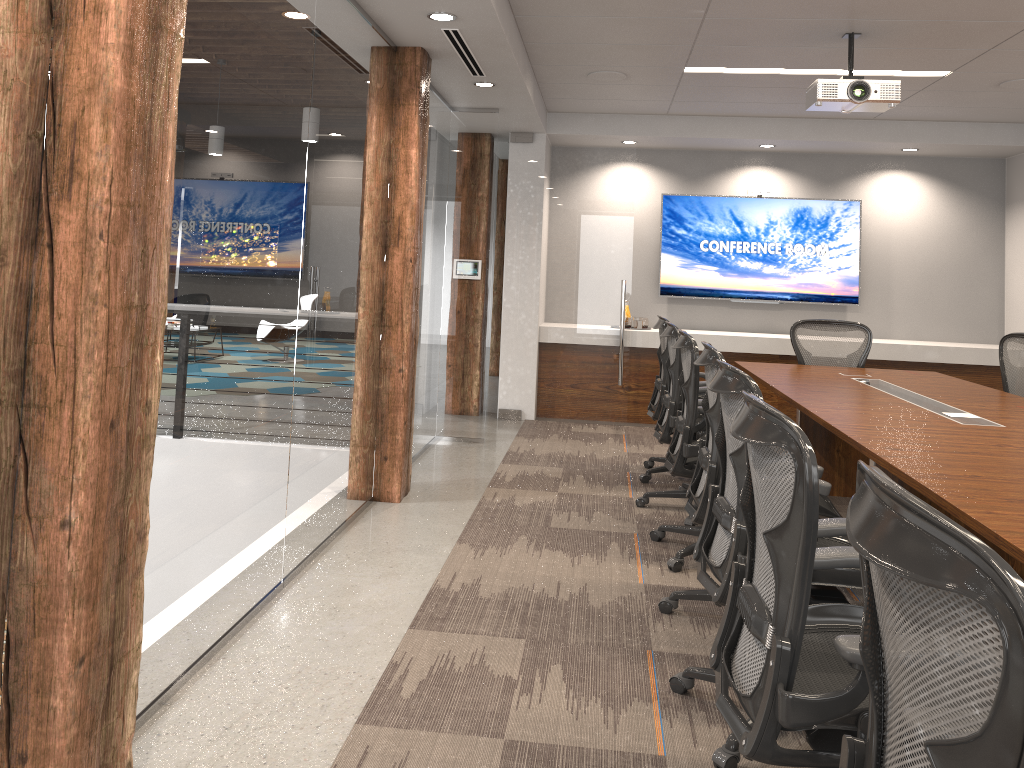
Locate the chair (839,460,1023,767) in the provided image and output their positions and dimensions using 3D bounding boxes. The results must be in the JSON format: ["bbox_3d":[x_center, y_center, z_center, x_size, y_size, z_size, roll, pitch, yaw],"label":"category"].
[{"bbox_3d":[0.709,0.684,1.094,0.790,1.097,0.771,2,0,-20],"label":"chair"}]

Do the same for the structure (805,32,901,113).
[{"bbox_3d":[2.005,-1.841,5.128,0.460,0.458,0.317,3,0,6],"label":"structure"}]

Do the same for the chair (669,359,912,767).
[{"bbox_3d":[0.928,0.491,2.672,0.760,1.096,0.801,2,0,-5],"label":"chair"}]

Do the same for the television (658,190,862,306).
[{"bbox_3d":[2.407,-1.343,8.492,1.909,1.116,0.064,3,-4,6],"label":"television"}]

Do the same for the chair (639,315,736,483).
[{"bbox_3d":[1.270,0.098,5.857,0.763,1.097,0.798,2,0,12],"label":"chair"}]

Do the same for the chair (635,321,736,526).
[{"bbox_3d":[1.143,0.190,5.097,0.791,1.097,0.770,2,0,-10],"label":"chair"}]

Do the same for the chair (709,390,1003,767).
[{"bbox_3d":[0.757,0.582,1.903,0.791,1.097,0.770,2,0,-12],"label":"chair"}]

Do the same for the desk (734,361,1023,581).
[{"bbox_3d":[1.984,0.624,3.261,1.404,0.753,6.065,3,7,6],"label":"desk"}]

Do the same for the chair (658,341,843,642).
[{"bbox_3d":[1.008,0.390,3.491,0.791,1.097,0.769,2,0,-8],"label":"chair"}]

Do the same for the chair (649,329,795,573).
[{"bbox_3d":[1.107,0.295,4.265,0.761,1.096,0.801,2,0,-1],"label":"chair"}]

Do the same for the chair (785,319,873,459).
[{"bbox_3d":[2.355,0.097,6.225,0.769,1.097,0.792,2,0,-10],"label":"chair"}]

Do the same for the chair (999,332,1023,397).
[{"bbox_3d":[3.055,0.200,5.662,0.762,1.097,0.800,2,0,8],"label":"chair"}]
